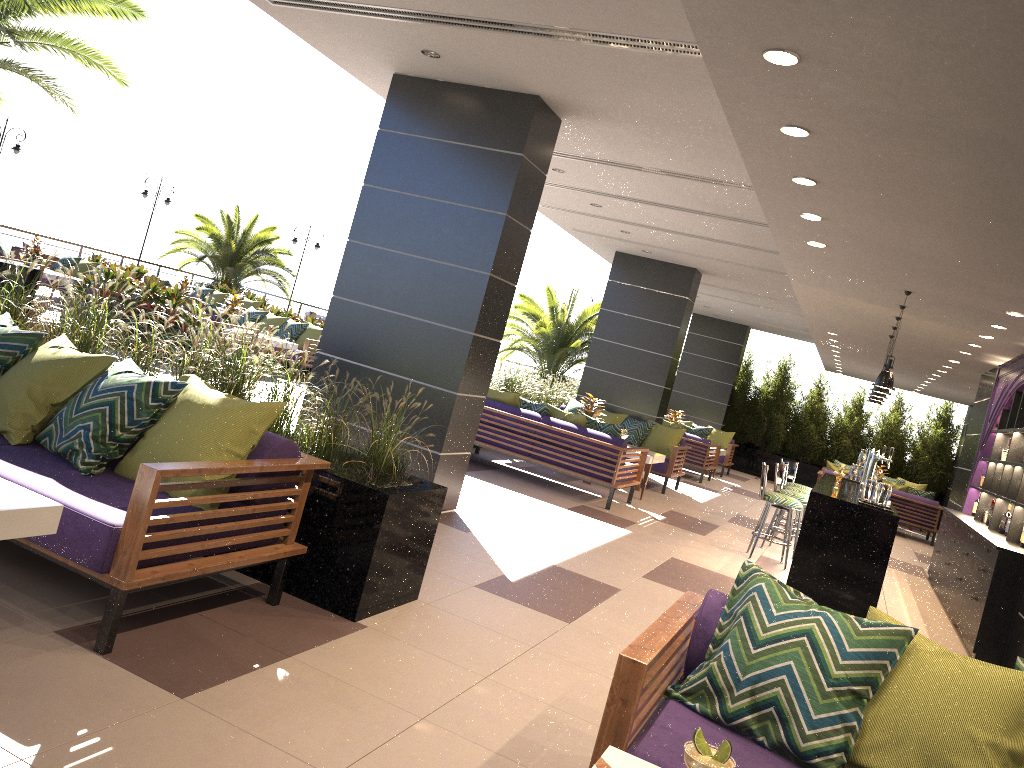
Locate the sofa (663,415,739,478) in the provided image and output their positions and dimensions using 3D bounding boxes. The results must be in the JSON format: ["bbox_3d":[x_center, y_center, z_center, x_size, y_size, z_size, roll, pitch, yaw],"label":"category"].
[{"bbox_3d":[3.530,1.173,18.361,2.138,0.920,1.113,16,1,22],"label":"sofa"}]

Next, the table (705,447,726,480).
[{"bbox_3d":[3.027,1.273,17.192,2.048,0.554,0.936,16,2,22],"label":"table"}]

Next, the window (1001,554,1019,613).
[{"bbox_3d":[5.976,1.298,8.293,1.952,2.760,11.481,15,2,21],"label":"window"}]

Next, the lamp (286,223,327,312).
[{"bbox_3d":[-6.268,-3.047,25.702,1.128,3.331,0.262,15,-1,22],"label":"lamp"}]

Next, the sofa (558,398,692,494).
[{"bbox_3d":[1.460,0.832,12.982,2.138,0.920,1.113,16,1,22],"label":"sofa"}]

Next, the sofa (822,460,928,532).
[{"bbox_3d":[7.507,2.254,18.408,2.138,0.920,1.113,16,1,22],"label":"sofa"}]

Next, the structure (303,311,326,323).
[{"bbox_3d":[-3.337,-1.088,22.667,4.425,1.330,0.800,16,0,22],"label":"structure"}]

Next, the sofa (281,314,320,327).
[{"bbox_3d":[-3.522,-0.664,16.356,2.138,0.920,1.113,16,1,22],"label":"sofa"}]

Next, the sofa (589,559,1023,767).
[{"bbox_3d":[1.374,1.242,2.479,2.138,0.920,1.113,16,1,22],"label":"sofa"}]

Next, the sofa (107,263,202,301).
[{"bbox_3d":[-7.538,-1.826,18.034,2.138,0.920,1.113,16,1,22],"label":"sofa"}]

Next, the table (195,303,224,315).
[{"bbox_3d":[-7.164,-1.578,19.075,2.048,0.554,0.936,16,2,22],"label":"table"}]

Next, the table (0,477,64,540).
[{"bbox_3d":[-2.549,0.354,2.698,2.048,0.554,0.936,16,2,22],"label":"table"}]

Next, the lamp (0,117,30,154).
[{"bbox_3d":[-11.233,-4.119,18.939,0.265,3.331,1.115,15,-1,21],"label":"lamp"}]

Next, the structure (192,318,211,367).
[{"bbox_3d":[-4.127,-0.523,11.664,0.101,0.701,0.179,15,-1,21],"label":"structure"}]

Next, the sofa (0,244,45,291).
[{"bbox_3d":[-8.879,-2.044,14.484,2.138,0.920,1.113,16,1,22],"label":"sofa"}]

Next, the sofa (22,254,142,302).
[{"bbox_3d":[-8.050,-1.907,16.625,2.138,0.920,1.113,16,1,22],"label":"sofa"}]

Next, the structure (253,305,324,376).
[{"bbox_3d":[-3.774,-0.732,15.664,2.433,1.174,0.696,16,0,24],"label":"structure"}]

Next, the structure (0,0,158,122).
[{"bbox_3d":[-7.267,-4.233,11.017,4.744,6.510,4.704,15,0,39],"label":"structure"}]

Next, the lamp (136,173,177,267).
[{"bbox_3d":[-9.597,-3.849,23.190,0.265,3.331,1.115,15,-1,21],"label":"lamp"}]

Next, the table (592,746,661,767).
[{"bbox_3d":[0.902,1.353,1.257,2.048,0.554,0.936,16,2,22],"label":"table"}]

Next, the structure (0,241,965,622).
[{"bbox_3d":[2.304,0.047,9.806,7.860,3.124,24.588,16,2,21],"label":"structure"}]

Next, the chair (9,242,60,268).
[{"bbox_3d":[-10.729,-2.718,19.864,0.718,0.817,0.710,15,0,22],"label":"chair"}]

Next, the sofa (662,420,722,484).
[{"bbox_3d":[2.614,1.022,15.980,2.138,0.920,1.113,16,1,22],"label":"sofa"}]

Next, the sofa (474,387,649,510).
[{"bbox_3d":[0.409,0.658,10.249,2.138,0.920,1.113,16,1,22],"label":"sofa"}]

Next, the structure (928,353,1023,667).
[{"bbox_3d":[4.870,0.978,8.755,0.533,2.762,4.604,15,1,21],"label":"structure"}]

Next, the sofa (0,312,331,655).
[{"bbox_3d":[-2.033,0.256,3.902,2.138,0.920,1.113,16,1,22],"label":"sofa"}]

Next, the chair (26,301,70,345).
[{"bbox_3d":[-3.907,-0.314,6.593,0.718,0.817,0.710,15,0,22],"label":"chair"}]

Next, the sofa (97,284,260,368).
[{"bbox_3d":[-4.870,-0.884,12.809,2.138,0.920,1.113,16,1,22],"label":"sofa"}]

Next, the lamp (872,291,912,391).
[{"bbox_3d":[3.318,-0.382,7.648,0.162,0.865,0.164,16,-1,-26],"label":"lamp"}]

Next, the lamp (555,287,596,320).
[{"bbox_3d":[1.212,-0.882,22.577,1.128,3.331,0.262,15,-1,22],"label":"lamp"}]

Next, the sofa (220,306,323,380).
[{"bbox_3d":[-4.033,-0.745,14.948,2.138,0.920,1.113,16,1,22],"label":"sofa"}]

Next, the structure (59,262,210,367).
[{"bbox_3d":[-5.149,-0.960,12.099,2.264,1.173,0.732,16,0,23],"label":"structure"}]

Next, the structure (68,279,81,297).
[{"bbox_3d":[-6.254,-1.138,12.552,0.101,0.701,0.179,15,-1,21],"label":"structure"}]

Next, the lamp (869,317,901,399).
[{"bbox_3d":[3.941,-0.280,9.266,0.162,0.865,0.164,16,-1,-26],"label":"lamp"}]

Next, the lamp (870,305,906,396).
[{"bbox_3d":[3.634,-0.330,8.471,0.162,0.865,0.164,16,-1,-26],"label":"lamp"}]

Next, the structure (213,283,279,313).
[{"bbox_3d":[-6.456,-1.680,20.921,2.264,1.173,0.732,16,0,23],"label":"structure"}]

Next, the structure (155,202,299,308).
[{"bbox_3d":[-7.727,-3.377,24.507,3.789,3.306,3.763,15,1,-11],"label":"structure"}]

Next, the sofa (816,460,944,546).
[{"bbox_3d":[6.591,2.103,16.027,2.138,0.920,1.113,16,1,22],"label":"sofa"}]

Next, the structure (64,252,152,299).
[{"bbox_3d":[-7.854,-1.913,17.348,2.259,1.173,0.710,16,0,18],"label":"structure"}]

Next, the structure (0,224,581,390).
[{"bbox_3d":[-5.987,-1.406,16.285,12.988,1.059,17.403,16,2,21],"label":"structure"}]

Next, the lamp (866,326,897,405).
[{"bbox_3d":[4.405,-0.203,10.473,0.193,0.865,1.075,15,1,21],"label":"lamp"}]

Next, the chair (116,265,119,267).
[{"bbox_3d":[-10.047,-2.606,21.637,0.718,0.817,0.710,15,0,22],"label":"chair"}]

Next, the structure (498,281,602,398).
[{"bbox_3d":[1.067,-0.834,20.897,3.776,3.306,3.775,15,1,-26],"label":"structure"}]

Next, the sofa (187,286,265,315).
[{"bbox_3d":[-6.702,-1.687,20.172,2.138,0.920,1.113,16,1,22],"label":"sofa"}]
